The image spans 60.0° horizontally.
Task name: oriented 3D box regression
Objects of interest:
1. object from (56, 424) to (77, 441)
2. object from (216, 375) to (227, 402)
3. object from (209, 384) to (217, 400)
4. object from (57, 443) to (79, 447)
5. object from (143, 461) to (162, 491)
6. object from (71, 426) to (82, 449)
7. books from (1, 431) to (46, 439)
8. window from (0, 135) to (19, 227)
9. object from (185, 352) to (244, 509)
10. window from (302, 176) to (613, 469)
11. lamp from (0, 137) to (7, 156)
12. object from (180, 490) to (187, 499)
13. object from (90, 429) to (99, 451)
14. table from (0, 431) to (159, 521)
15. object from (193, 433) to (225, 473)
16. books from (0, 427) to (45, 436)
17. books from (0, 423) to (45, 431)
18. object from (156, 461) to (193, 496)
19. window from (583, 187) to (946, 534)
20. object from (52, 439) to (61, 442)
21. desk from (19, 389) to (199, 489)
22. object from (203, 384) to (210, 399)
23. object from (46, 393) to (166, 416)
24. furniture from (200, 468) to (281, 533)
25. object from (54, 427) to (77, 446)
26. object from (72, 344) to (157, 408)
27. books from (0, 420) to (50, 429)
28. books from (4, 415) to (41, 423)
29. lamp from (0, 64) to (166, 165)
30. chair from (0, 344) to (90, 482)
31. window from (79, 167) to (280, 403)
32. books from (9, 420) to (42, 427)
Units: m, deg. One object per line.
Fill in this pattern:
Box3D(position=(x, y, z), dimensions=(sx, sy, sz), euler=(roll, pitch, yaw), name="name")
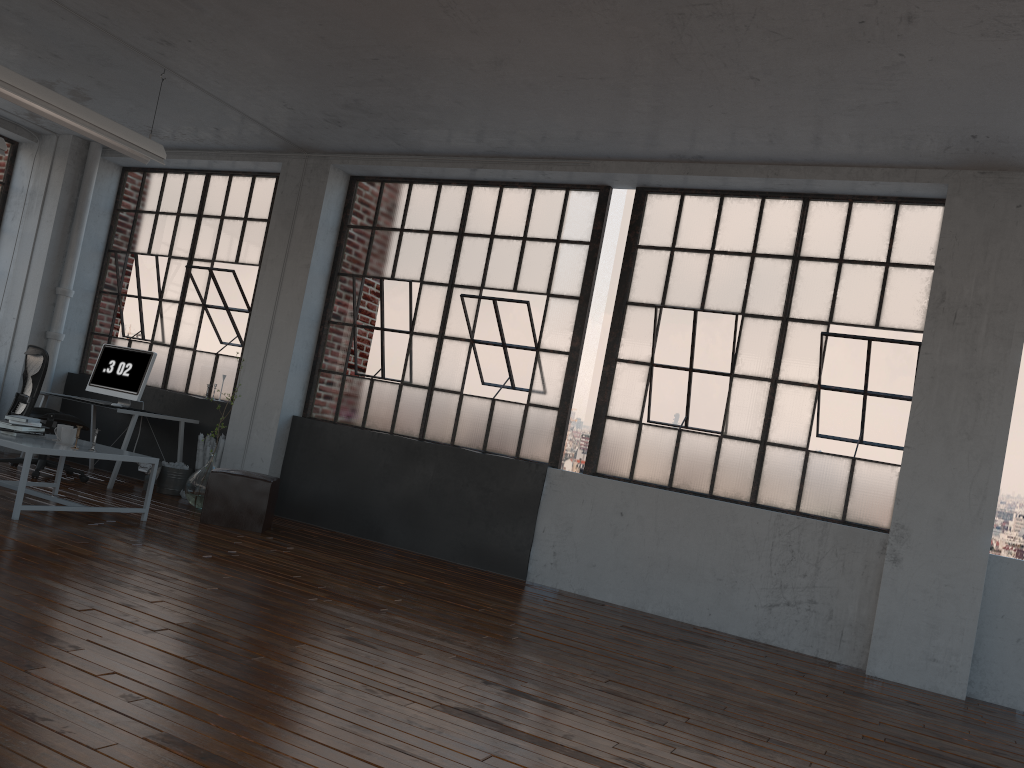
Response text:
Box3D(position=(-3.090, 0.342, 6.141), dimensions=(0.100, 0.109, 0.130), euler=(8, -4, 35), name="object")
Box3D(position=(-2.771, 0.039, 8.467), dimensions=(0.084, 0.256, 0.084), euler=(13, -4, -41), name="object")
Box3D(position=(-2.857, 0.078, 8.505), dimensions=(0.066, 0.160, 0.065), euler=(13, -3, -32), name="object")
Box3D(position=(-2.958, 0.406, 5.907), dimensions=(0.138, 0.003, 0.137), euler=(15, -6, -42), name="object")
Box3D(position=(-3.218, 0.819, 7.909), dimensions=(0.107, 0.280, 0.292), euler=(13, -4, -38), name="object")
Box3D(position=(-2.830, 0.347, 5.772), dimensions=(0.053, 0.148, 0.052), euler=(12, -3, -23), name="object")
Box3D(position=(-3.288, 0.338, 5.966), dimensions=(0.171, 0.028, 0.218), euler=(9, -5, 26), name="books")
Box3D(position=(-5.960, -1.608, 8.157), dimensions=(0.668, 2.387, 2.599), euler=(9, -4, 27), name="window")
Box3D(position=(-2.386, 0.378, 7.272), dimensions=(0.331, 1.338, 0.618), euler=(12, -3, -27), name="object")
Box3D(position=(-0.563, -0.625, 7.585), dimensions=(2.586, 2.388, 0.672), euler=(9, -3, 26), name="window")
Box3D(position=(-4.636, -2.125, 6.522), dimensions=(0.202, 0.205, 1.883), euler=(9, -4, 26), name="lamp")
Box3D(position=(-2.895, 0.994, 7.890), dimensions=(0.125, 0.107, 0.095), euler=(12, -4, -22), name="object")
Box3D(position=(-2.755, 0.366, 5.856), dimensions=(0.055, 0.153, 0.055), euler=(11, -3, 3), name="object")
Box3D(position=(-3.152, 0.602, 5.969), dimensions=(0.970, 0.444, 0.995), euler=(9, -4, 26), name="table")
Box3D(position=(-2.770, 0.744, 8.137), dimensions=(0.294, 0.627, 0.274), euler=(12, -3, -22), name="object")
Box3D(position=(-3.309, 0.309, 5.943), dimensions=(0.275, 0.025, 0.210), euler=(15, -6, -43), name="books")
Box3D(position=(-3.304, 0.286, 5.945), dimensions=(0.200, 0.031, 0.272), euler=(11, -4, 2), name="books")
Box3D(position=(-3.065, 0.846, 8.033), dimensions=(0.291, 0.293, 0.290), euler=(12, -3, -16), name="object")
Box3D(position=(1.917, -0.245, 6.341), dimensions=(2.586, 2.388, 0.672), euler=(9, -3, 26), name="window")
Box3D(position=(-3.104, 0.394, 6.128), dimensions=(0.138, 0.003, 0.137), euler=(15, -6, -42), name="object")
Box3D(position=(-3.754, 0.533, 8.197), dimensions=(1.224, 0.687, 0.936), euler=(9, -4, 26), name="desk")
Box3D(position=(-2.916, 0.069, 8.492), dimensions=(0.055, 0.153, 0.055), euler=(11, -3, -14), name="object")
Box3D(position=(-3.724, 0.193, 8.146), dimensions=(0.846, 0.008, 0.689), euler=(9, -5, 28), name="object")
Box3D(position=(-2.100, 0.905, 6.882), dimensions=(0.503, 0.460, 0.504), euler=(11, -3, -6), name="furniture")
Box3D(position=(-2.960, 0.348, 5.892), dimensions=(0.100, 0.109, 0.130), euler=(8, -4, 35), name="object")
Box3D(position=(-3.669, -0.084, 8.160), dimensions=(0.713, 0.552, 0.378), euler=(9, -4, 28), name="object")
Box3D(position=(-3.293, 0.271, 5.953), dimensions=(0.199, 0.014, 0.276), euler=(9, -5, 26), name="books")
Box3D(position=(-3.270, 0.234, 5.923), dimensions=(0.141, 0.026, 0.202), euler=(11, -4, -3), name="books")
Box3D(position=(-2.991, -2.074, 5.787), dimensions=(0.202, 0.627, 1.883), euler=(9, -4, 27), name="lamp")
Box3D(position=(-4.020, 0.243, 7.704), dimensions=(0.769, 1.084, 0.795), euler=(9, -4, 30), name="chair")
Box3D(position=(-3.285, -1.041, 8.950), dimensions=(2.586, 2.388, 0.672), euler=(9, -3, 26), name="window")
Box3D(position=(-3.263, 0.260, 5.941), dimensions=(0.185, 0.026, 0.125), euler=(13, -5, -33), name="books")
